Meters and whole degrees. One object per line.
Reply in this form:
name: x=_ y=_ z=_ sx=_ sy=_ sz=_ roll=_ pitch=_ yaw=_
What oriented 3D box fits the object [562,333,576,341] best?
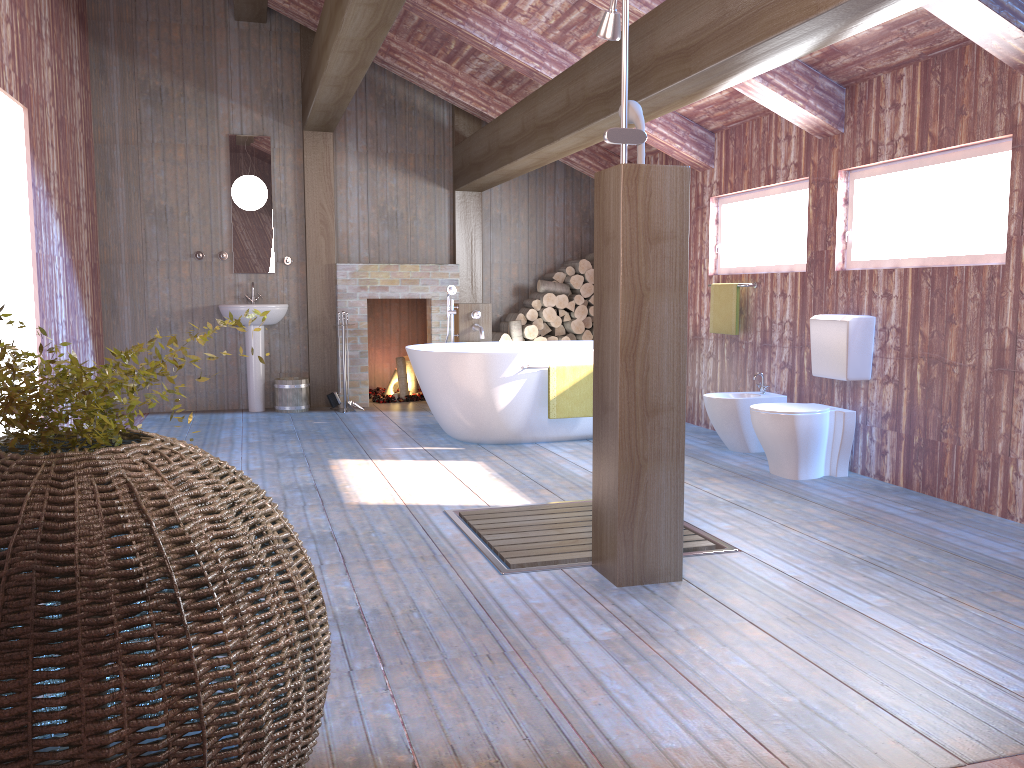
object: x=0.517 y=-0.442 z=8.617 sx=0.116 sy=0.118 sz=0.289 roll=-2 pitch=6 yaw=-19

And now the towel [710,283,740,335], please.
towel: x=1.520 y=-0.537 z=6.344 sx=0.032 sy=0.361 sz=0.370 roll=-2 pitch=6 yaw=-16

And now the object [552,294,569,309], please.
object: x=0.400 y=-0.792 z=8.447 sx=0.138 sy=0.147 sz=0.440 roll=-2 pitch=6 yaw=-16

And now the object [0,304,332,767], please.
object: x=-0.860 y=0.347 z=1.763 sx=0.972 sy=1.073 sz=0.970 roll=-4 pitch=7 yaw=-36

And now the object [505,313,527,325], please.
object: x=0.036 y=-0.615 z=8.395 sx=0.114 sy=0.113 sz=0.301 roll=-2 pitch=6 yaw=-19

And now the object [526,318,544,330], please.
object: x=0.200 y=-0.574 z=8.415 sx=0.111 sy=0.113 sz=0.301 roll=-2 pitch=6 yaw=-17

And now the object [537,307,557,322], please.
object: x=0.280 y=-0.665 z=8.417 sx=0.141 sy=0.143 sz=0.437 roll=-2 pitch=6 yaw=-18

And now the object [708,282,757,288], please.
object: x=1.555 y=-0.704 z=6.332 sx=0.091 sy=0.043 sz=0.581 roll=-2 pitch=6 yaw=-16

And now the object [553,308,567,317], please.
object: x=0.443 y=-0.682 z=8.466 sx=0.088 sy=0.092 sz=0.280 roll=-2 pitch=6 yaw=-16

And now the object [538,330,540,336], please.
object: x=0.206 y=-0.493 z=8.425 sx=0.064 sy=0.068 sz=0.174 roll=-2 pitch=6 yaw=-17

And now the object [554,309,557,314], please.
object: x=0.375 y=-0.688 z=8.429 sx=0.057 sy=0.061 sz=0.156 roll=-2 pitch=6 yaw=-17

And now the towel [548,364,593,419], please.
towel: x=0.416 y=0.048 z=5.950 sx=0.370 sy=0.361 sz=0.032 roll=-2 pitch=6 yaw=-20

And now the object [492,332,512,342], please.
object: x=-0.130 y=-0.416 z=8.333 sx=0.139 sy=0.137 sz=0.455 roll=-2 pitch=6 yaw=-18

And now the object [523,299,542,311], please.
object: x=0.196 y=-0.752 z=8.394 sx=0.106 sy=0.112 sz=0.282 roll=-2 pitch=6 yaw=-16

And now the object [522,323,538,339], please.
object: x=0.117 y=-0.505 z=8.388 sx=0.138 sy=0.147 sz=0.440 roll=-2 pitch=6 yaw=-16

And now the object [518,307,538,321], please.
object: x=0.149 y=-0.659 z=8.374 sx=0.115 sy=0.123 sz=0.291 roll=-2 pitch=6 yaw=-15

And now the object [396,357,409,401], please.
object: x=-1.062 y=-0.045 z=8.611 sx=0.098 sy=0.434 sz=0.283 roll=-2 pitch=6 yaw=-18

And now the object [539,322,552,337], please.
object: x=0.272 y=-0.534 z=8.532 sx=0.128 sy=0.150 sz=0.323 roll=-2 pitch=6 yaw=-16

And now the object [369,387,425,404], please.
object: x=-1.143 y=0.100 z=8.936 sx=0.829 sy=0.085 sz=0.935 roll=-4 pitch=7 yaw=-34

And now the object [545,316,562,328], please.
object: x=0.374 y=-0.603 z=8.450 sx=0.115 sy=0.123 sz=0.291 roll=-2 pitch=6 yaw=-15

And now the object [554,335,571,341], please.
object: x=0.438 y=-0.419 z=8.491 sx=0.098 sy=0.100 sz=0.437 roll=-2 pitch=6 yaw=-18

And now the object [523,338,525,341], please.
object: x=0.030 y=-0.414 z=8.468 sx=0.121 sy=0.124 sz=0.291 roll=-2 pitch=6 yaw=-16

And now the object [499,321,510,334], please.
object: x=-0.029 y=-0.536 z=8.455 sx=0.108 sy=0.113 sz=0.302 roll=-2 pitch=6 yaw=-16

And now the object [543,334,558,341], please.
object: x=0.338 y=-0.412 z=8.467 sx=0.114 sy=0.120 sz=0.303 roll=-2 pitch=6 yaw=-16

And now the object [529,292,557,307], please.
object: x=0.290 y=-0.802 z=8.412 sx=0.135 sy=0.145 sz=0.439 roll=-2 pitch=6 yaw=-16

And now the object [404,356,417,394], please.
object: x=-1.023 y=-0.056 z=8.860 sx=0.140 sy=0.459 sz=0.266 roll=0 pitch=6 yaw=1

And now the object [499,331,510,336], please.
object: x=-0.069 y=-0.453 z=8.450 sx=0.099 sy=0.093 sz=0.280 roll=-2 pitch=6 yaw=-15

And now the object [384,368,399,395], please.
object: x=-1.161 y=-0.003 z=8.758 sx=0.221 sy=0.306 sz=0.121 roll=1 pitch=6 yaw=11

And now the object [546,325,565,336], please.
object: x=0.414 y=-0.524 z=8.578 sx=0.104 sy=0.127 sz=0.321 roll=-2 pitch=6 yaw=-16

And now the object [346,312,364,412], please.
object: x=-1.424 y=-0.199 z=7.824 sx=0.206 sy=0.871 sz=0.126 roll=3 pitch=7 yaw=26

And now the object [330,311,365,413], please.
object: x=-1.515 y=-0.205 z=7.863 sx=0.276 sy=0.888 sz=0.333 roll=3 pitch=7 yaw=25

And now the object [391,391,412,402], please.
object: x=-1.071 y=0.117 z=8.634 sx=0.085 sy=0.084 sz=0.278 roll=3 pitch=7 yaw=30

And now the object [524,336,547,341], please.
object: x=0.198 y=-0.401 z=8.439 sx=0.139 sy=0.148 sz=0.458 roll=-2 pitch=6 yaw=-16

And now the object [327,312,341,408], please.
object: x=-1.569 y=-0.208 z=7.793 sx=0.136 sy=0.846 sz=0.062 roll=-4 pitch=7 yaw=-35

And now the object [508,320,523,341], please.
object: x=0.041 y=-0.442 z=8.192 sx=0.147 sy=0.298 sz=0.109 roll=-2 pitch=6 yaw=-14
